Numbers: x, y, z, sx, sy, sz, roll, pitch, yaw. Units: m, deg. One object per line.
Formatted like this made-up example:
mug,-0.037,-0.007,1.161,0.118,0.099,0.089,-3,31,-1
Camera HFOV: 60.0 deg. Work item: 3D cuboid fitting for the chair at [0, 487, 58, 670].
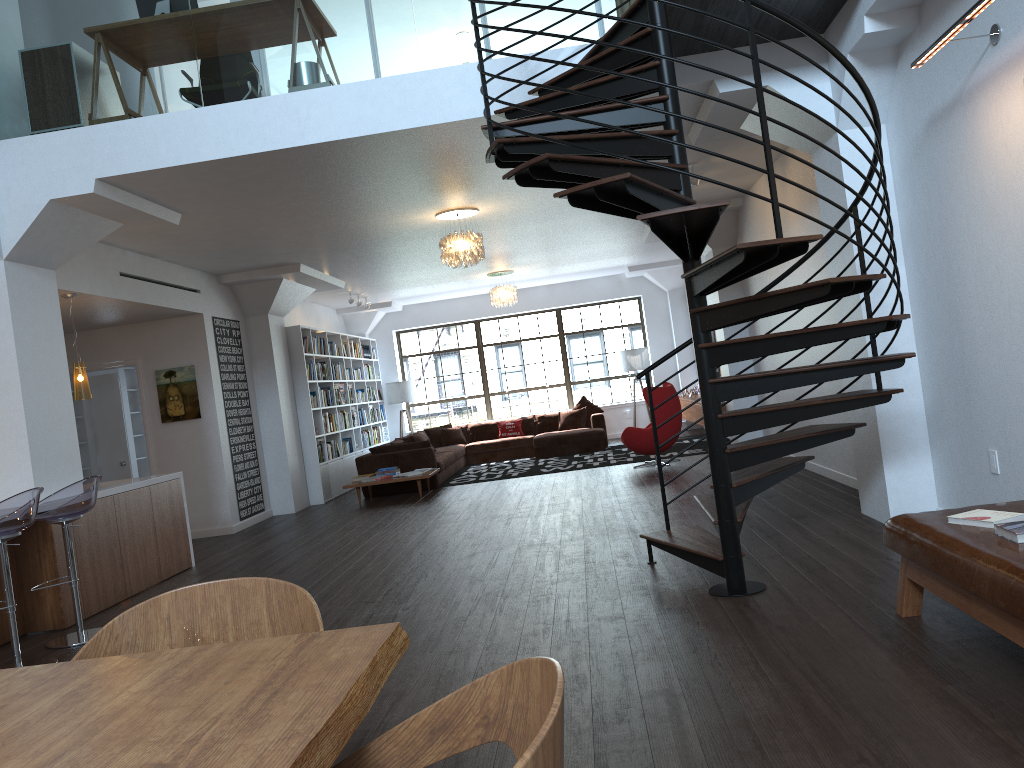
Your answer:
chair,-2.851,1.119,5.002,0.481,1.014,0.530,-8,0,2

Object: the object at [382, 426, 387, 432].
object,-2.466,0.844,16.129,0.316,0.088,0.410,-8,0,4

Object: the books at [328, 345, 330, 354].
books,-2.800,-0.498,13.277,0.128,0.178,0.021,-8,0,4

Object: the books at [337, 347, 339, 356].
books,-2.768,-0.502,13.786,0.128,0.178,0.021,-8,0,4

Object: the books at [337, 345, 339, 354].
books,-2.773,-0.504,13.813,0.134,0.184,0.030,-8,0,4

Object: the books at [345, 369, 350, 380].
books,-2.683,-0.144,14.245,0.139,0.191,0.036,-8,0,4

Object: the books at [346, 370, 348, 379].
books,-2.678,-0.132,14.139,0.107,0.167,0.017,-8,0,4

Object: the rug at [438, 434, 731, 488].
rug,1.123,1.102,13.230,4.200,0.007,3.100,-8,0,6

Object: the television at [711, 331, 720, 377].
television,3.038,-0.500,13.632,0.013,0.816,1.324,-8,0,4

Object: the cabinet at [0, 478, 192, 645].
cabinet,-3.520,1.316,5.732,0.898,0.796,4.493,-8,0,4

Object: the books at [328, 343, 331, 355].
books,-2.802,-0.505,13.306,0.139,0.191,0.036,-8,0,4

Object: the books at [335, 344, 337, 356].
books,-2.778,-0.507,13.670,0.139,0.191,0.036,-8,0,4

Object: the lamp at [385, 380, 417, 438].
lamp,-1.967,0.740,16.404,0.545,1.579,0.545,-8,0,-7

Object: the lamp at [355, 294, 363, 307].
lamp,-2.427,-1.325,14.076,0.120,0.211,0.111,-8,0,-37

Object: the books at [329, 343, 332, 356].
books,-2.795,-0.511,13.365,0.146,0.202,0.027,-8,0,4

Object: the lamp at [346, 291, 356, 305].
lamp,-2.464,-1.321,13.572,0.111,0.211,0.120,-8,0,38

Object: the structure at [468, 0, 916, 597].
structure,0.883,-1.078,4.657,1.998,4.352,1.998,-8,0,-35

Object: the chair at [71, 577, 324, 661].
chair,-0.681,0.908,1.962,0.629,0.833,0.618,-8,0,-1

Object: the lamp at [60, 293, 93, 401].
lamp,-3.700,-0.313,7.530,0.149,0.900,0.149,-8,0,-41

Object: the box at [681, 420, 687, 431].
box,3.046,0.764,16.096,0.228,0.165,0.368,-8,0,4

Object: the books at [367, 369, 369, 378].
books,-2.600,-0.180,15.475,0.171,0.246,0.057,-8,0,4

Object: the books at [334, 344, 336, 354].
books,-2.788,-0.526,13.630,0.140,0.231,0.042,-8,0,4

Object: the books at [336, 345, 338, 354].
books,-2.767,-0.502,13.765,0.128,0.178,0.022,-8,0,4

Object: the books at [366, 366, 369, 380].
books,-2.601,-0.184,15.430,0.183,0.253,0.034,-8,0,4

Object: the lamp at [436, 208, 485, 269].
lamp,-0.508,-1.428,8.786,0.442,0.539,0.441,-8,0,-43

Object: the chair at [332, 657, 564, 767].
chair,-0.162,0.833,1.164,0.617,0.830,0.629,-8,0,4

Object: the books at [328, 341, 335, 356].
books,-2.793,-0.526,13.533,0.140,0.231,0.042,-8,0,4

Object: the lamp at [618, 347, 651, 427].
lamp,2.287,0.154,15.987,0.545,1.579,0.545,-8,0,15

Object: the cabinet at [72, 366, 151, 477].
cabinet,-5.349,0.482,11.590,0.527,2.991,2.630,-8,0,4

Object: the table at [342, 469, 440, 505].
table,-1.514,1.327,11.391,1.100,0.271,0.853,-8,0,4

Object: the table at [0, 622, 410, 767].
table,-0.813,0.963,0.041,1.012,0.750,3.803,-8,0,4

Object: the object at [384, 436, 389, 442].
object,-2.435,1.017,16.128,0.331,0.088,0.410,-8,0,4

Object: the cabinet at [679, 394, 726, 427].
cabinet,3.006,0.391,13.707,0.459,0.350,4.501,-8,0,4

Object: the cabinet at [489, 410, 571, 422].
cabinet,0.364,0.901,16.303,1.520,0.625,0.350,-8,0,4

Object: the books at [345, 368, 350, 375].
books,-2.687,-0.148,14.278,0.146,0.202,0.027,-8,0,4

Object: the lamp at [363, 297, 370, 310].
lamp,-2.389,-1.329,14.593,0.120,0.211,0.111,-8,0,-22

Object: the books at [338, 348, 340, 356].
books,-2.759,-0.500,13.857,0.109,0.171,0.018,-8,0,4

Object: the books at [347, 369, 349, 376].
books,-2.682,-0.137,14.216,0.128,0.178,0.021,-8,0,4

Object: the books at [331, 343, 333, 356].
books,-2.793,-0.511,13.448,0.146,0.202,0.027,-8,0,4

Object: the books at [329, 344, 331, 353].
books,-2.805,-0.510,13.339,0.146,0.202,0.027,-8,0,4

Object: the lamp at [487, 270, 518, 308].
lamp,-0.142,-1.467,13.834,0.442,0.539,0.441,-8,0,-43

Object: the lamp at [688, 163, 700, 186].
lamp,1.649,-1.899,8.060,0.120,0.211,0.111,-8,0,-22

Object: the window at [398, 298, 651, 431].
window,0.229,-0.354,16.848,4.648,1.905,0.114,-8,0,4

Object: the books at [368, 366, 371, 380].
books,-2.587,-0.185,15.591,0.183,0.253,0.034,-8,0,4

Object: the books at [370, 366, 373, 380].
books,-2.587,-0.185,15.772,0.183,0.253,0.034,-8,0,4

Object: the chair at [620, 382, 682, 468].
chair,1.756,0.506,11.153,0.801,1.006,0.798,-8,0,29

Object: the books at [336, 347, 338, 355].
books,-2.777,-0.511,13.744,0.127,0.200,0.020,-8,0,4

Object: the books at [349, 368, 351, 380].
books,-2.676,-0.150,14.304,0.146,0.202,0.027,-8,0,4

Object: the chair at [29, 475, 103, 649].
chair,-2.805,1.114,5.631,0.481,1.014,0.530,-8,0,6

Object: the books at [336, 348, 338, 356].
books,-2.778,-0.510,13.711,0.136,0.196,0.045,-8,0,4

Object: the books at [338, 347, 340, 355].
books,-2.750,-0.491,13.874,0.110,0.153,0.019,-8,0,4

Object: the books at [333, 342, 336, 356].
books,-2.794,-0.523,13.582,0.158,0.226,0.052,-8,0,4

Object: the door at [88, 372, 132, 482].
door,-5.109,0.921,10.923,0.826,2.032,0.174,-8,0,4

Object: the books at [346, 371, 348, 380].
books,-2.679,-0.130,14.114,0.106,0.162,0.032,-8,0,4

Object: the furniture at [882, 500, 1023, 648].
furniture,2.028,0.729,2.994,0.907,0.453,1.819,-8,0,4

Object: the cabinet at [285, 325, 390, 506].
cabinet,-2.739,0.420,14.123,0.461,2.414,4.500,-8,0,4

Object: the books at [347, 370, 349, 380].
books,-2.684,-0.134,14.189,0.126,0.173,0.032,-8,0,4

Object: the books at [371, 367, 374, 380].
books,-2.579,-0.175,15.878,0.168,0.231,0.037,-8,0,4

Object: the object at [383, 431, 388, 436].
object,-2.447,0.930,16.128,0.331,0.088,0.410,-8,0,4
